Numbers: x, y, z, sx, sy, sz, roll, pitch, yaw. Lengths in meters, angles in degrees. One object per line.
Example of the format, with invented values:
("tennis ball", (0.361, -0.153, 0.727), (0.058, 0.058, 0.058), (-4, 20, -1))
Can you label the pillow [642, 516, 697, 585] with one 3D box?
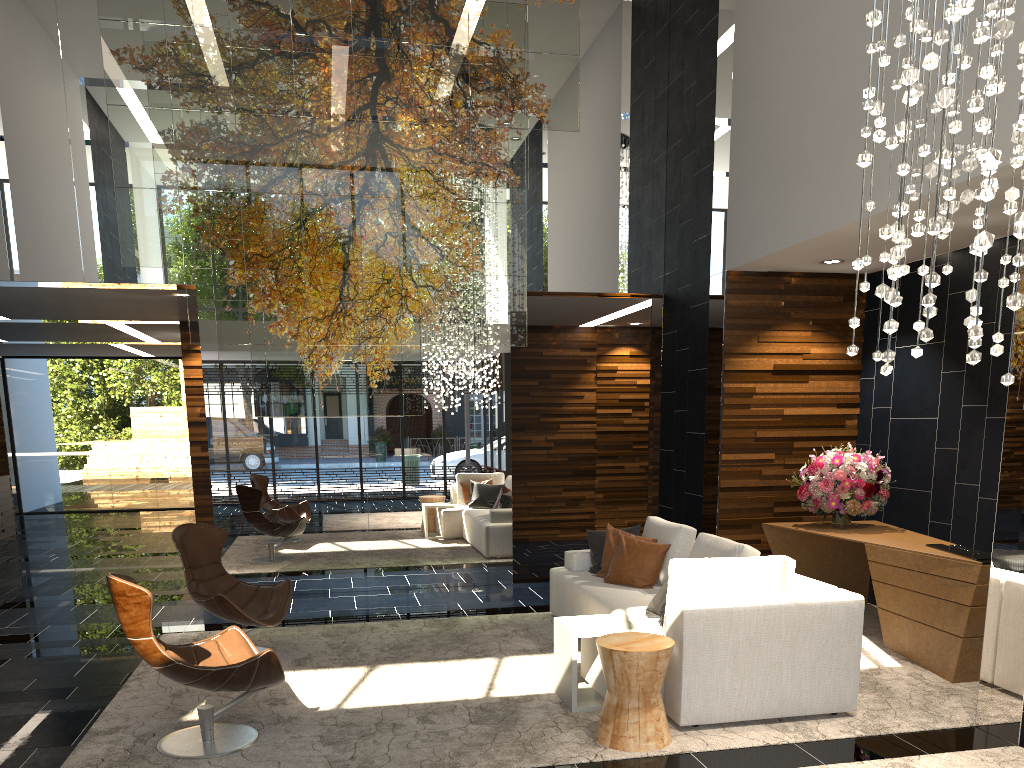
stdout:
("pillow", (1.132, 1.245, 6.445), (0.247, 0.462, 0.705), (-2, 2, -12))

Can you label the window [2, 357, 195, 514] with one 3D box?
("window", (-7.146, 0.956, 16.054), (3.952, 2.928, 0.057), (-1, 11, -11))

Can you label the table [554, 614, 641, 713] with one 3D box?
("table", (0.487, 1.609, 5.002), (0.399, 0.479, 0.390), (-2, 6, -12))

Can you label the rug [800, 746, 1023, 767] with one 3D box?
("rug", (1.082, 1.752, 2.816), (3.412, 0.006, 2.292), (0, -2, -12))

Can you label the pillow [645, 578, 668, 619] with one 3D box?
("pillow", (1.042, 1.261, 5.322), (0.296, 0.375, 0.497), (4, 5, 38))

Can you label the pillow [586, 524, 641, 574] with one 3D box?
("pillow", (0.788, 1.282, 6.705), (0.550, 0.427, 0.249), (1, 7, 35))

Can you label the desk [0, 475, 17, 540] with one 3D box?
("desk", (-7.607, 1.753, 11.559), (0.878, 0.909, 2.623), (-2, -1, -12))

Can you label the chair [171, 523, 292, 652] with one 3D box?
("chair", (-1.958, 1.438, 5.924), (0.787, 0.957, 0.656), (1, 7, 16))

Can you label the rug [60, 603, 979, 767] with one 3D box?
("rug", (0.497, 1.879, 5.773), (5.893, 0.006, 3.153), (0, -2, -12))

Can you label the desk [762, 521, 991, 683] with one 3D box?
("desk", (2.812, 1.501, 6.343), (0.989, 0.765, 2.201), (-1, -1, -12))

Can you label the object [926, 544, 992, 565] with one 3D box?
("object", (2.939, 1.086, 5.529), (0.241, 0.027, 0.697), (-1, -2, -1))

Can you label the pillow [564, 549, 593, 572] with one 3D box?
("pillow", (0.742, 1.418, 6.995), (0.622, 0.156, 0.235), (0, 2, -17))

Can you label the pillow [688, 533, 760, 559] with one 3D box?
("pillow", (1.315, 1.215, 5.583), (0.290, 0.446, 0.704), (-2, 2, -11))

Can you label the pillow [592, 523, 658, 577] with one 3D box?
("pillow", (0.856, 1.271, 6.501), (0.544, 0.442, 0.238), (2, 8, 43))

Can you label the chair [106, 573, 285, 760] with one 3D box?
("chair", (-1.532, 1.368, 4.315), (0.777, 0.956, 0.666), (-6, 8, -44))

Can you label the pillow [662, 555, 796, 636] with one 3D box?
("pillow", (1.195, 1.178, 4.766), (0.711, 0.473, 0.211), (-1, 8, -10))

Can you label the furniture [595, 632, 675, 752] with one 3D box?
("furniture", (0.620, 1.556, 4.380), (0.391, 0.536, 0.382), (2, 7, 23))

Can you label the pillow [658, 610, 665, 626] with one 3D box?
("pillow", (1.089, 1.251, 5.148), (0.547, 0.426, 0.251), (-3, 7, -43))

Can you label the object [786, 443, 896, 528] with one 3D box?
("object", (2.626, 0.803, 6.830), (0.688, 0.696, 0.646), (-2, 5, -21))

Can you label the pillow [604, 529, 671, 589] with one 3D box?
("pillow", (0.891, 1.286, 6.288), (0.264, 0.424, 0.514), (-7, 6, -41))

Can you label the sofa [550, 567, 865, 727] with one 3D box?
("sofa", (0.968, 1.524, 5.864), (1.289, 0.698, 2.797), (-1, -1, -12))
